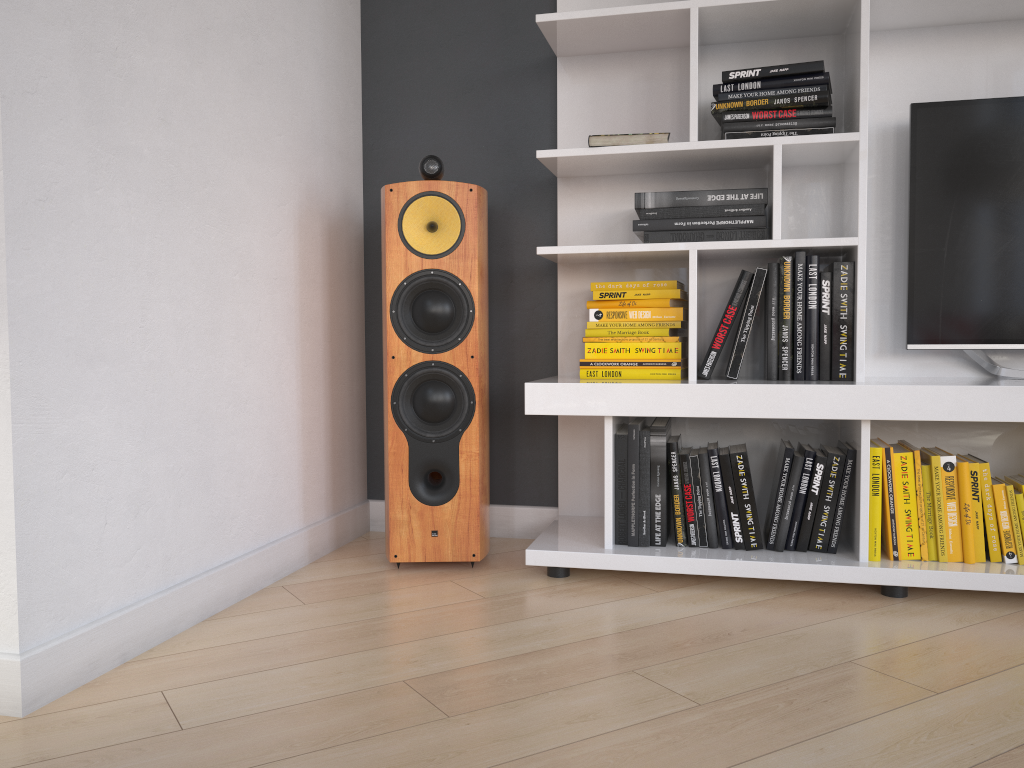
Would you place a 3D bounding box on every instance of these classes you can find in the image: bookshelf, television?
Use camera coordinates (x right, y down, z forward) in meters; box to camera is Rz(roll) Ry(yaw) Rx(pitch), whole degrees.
[{"bbox_3d":[1.540,-0.530,2.050,3.000,2.052,0.455,0,3,14],"label":"bookshelf"},{"bbox_3d":[1.559,-0.362,2.167,1.102,0.704,0.207,0,3,14],"label":"television"}]

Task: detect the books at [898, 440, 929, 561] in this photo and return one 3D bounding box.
[{"bbox_3d":[0.987,0.282,2.184,0.038,0.267,0.202,0,3,14],"label":"books"}]

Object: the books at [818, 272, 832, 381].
[{"bbox_3d":[0.810,-0.149,2.321,0.028,0.272,0.200,0,3,14],"label":"books"}]

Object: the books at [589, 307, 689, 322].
[{"bbox_3d":[0.356,-0.189,2.454,0.250,0.035,0.185,1,3,17],"label":"books"}]

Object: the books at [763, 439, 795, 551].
[{"bbox_3d":[0.687,0.281,2.289,0.066,0.260,0.197,0,3,14],"label":"books"}]

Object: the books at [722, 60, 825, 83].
[{"bbox_3d":[0.684,-0.790,2.310,0.246,0.026,0.180,1,3,21],"label":"books"}]

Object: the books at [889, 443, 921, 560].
[{"bbox_3d":[0.957,0.284,2.193,0.066,0.258,0.198,0,3,14],"label":"books"}]

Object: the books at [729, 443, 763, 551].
[{"bbox_3d":[0.603,0.286,2.289,0.083,0.249,0.191,0,3,14],"label":"books"}]

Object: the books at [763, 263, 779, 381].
[{"bbox_3d":[0.686,-0.162,2.349,0.028,0.301,0.213,0,3,14],"label":"books"}]

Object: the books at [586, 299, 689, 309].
[{"bbox_3d":[0.350,-0.219,2.457,0.238,0.023,0.167,1,3,29],"label":"books"}]

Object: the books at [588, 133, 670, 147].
[{"bbox_3d":[0.316,-0.633,2.405,0.209,0.030,0.266,0,3,7],"label":"books"}]

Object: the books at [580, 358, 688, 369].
[{"bbox_3d":[0.341,-0.058,2.450,0.269,0.025,0.213,1,3,17],"label":"books"}]

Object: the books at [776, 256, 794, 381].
[{"bbox_3d":[0.718,-0.170,2.346,0.034,0.314,0.237,0,3,14],"label":"books"}]

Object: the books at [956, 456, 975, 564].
[{"bbox_3d":[1.075,0.296,2.141,0.043,0.240,0.169,0,3,12],"label":"books"}]

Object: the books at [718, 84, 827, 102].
[{"bbox_3d":[0.681,-0.737,2.322,0.264,0.020,0.189,1,3,17],"label":"books"}]

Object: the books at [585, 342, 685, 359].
[{"bbox_3d":[0.343,-0.093,2.452,0.255,0.044,0.198,0,3,14],"label":"books"}]

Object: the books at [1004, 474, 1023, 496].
[{"bbox_3d":[1.225,0.320,2.107,0.067,0.193,0.148,0,3,15],"label":"books"}]

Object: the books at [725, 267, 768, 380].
[{"bbox_3d":[0.622,-0.158,2.363,0.100,0.289,0.210,0,3,13],"label":"books"}]

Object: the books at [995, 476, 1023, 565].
[{"bbox_3d":[1.181,0.323,2.115,0.046,0.187,0.134,0,3,13],"label":"books"}]

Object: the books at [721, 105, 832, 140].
[{"bbox_3d":[0.686,-0.682,2.327,0.266,0.030,0.209,0,3,12],"label":"books"}]

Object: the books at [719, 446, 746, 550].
[{"bbox_3d":[0.569,0.290,2.294,0.066,0.242,0.177,0,3,13],"label":"books"}]

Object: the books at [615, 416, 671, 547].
[{"bbox_3d":[0.353,0.252,2.364,0.128,0.321,0.259,0,3,14],"label":"books"}]

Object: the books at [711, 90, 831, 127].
[{"bbox_3d":[0.681,-0.712,2.319,0.284,0.030,0.214,1,3,22],"label":"books"}]

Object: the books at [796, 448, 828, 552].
[{"bbox_3d":[0.753,0.289,2.257,0.071,0.243,0.179,0,3,13],"label":"books"}]

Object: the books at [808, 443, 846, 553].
[{"bbox_3d":[0.793,0.286,2.259,0.084,0.249,0.191,0,3,14],"label":"books"}]

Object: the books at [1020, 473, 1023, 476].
[{"bbox_3d":[1.250,0.319,2.110,0.046,0.193,0.149,0,3,14],"label":"books"}]

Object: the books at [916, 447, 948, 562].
[{"bbox_3d":[1.022,0.288,2.163,0.041,0.252,0.180,0,3,14],"label":"books"}]

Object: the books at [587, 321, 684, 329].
[{"bbox_3d":[0.346,-0.163,2.460,0.251,0.019,0.180,0,3,14],"label":"books"}]

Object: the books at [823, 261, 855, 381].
[{"bbox_3d":[0.849,-0.160,2.313,0.051,0.297,0.230,0,3,14],"label":"books"}]

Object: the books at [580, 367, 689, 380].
[{"bbox_3d":[0.342,-0.031,2.442,0.270,0.029,0.204,1,3,19],"label":"books"}]

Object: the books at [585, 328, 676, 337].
[{"bbox_3d":[0.329,-0.141,2.447,0.228,0.024,0.152,1,3,18],"label":"books"}]

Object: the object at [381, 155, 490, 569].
[{"bbox_3d":[-0.210,-0.061,2.515,0.290,1.088,0.434,0,3,-1],"label":"object"}]

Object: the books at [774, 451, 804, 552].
[{"bbox_3d":[0.701,0.292,2.257,0.069,0.242,0.172,0,3,14],"label":"books"}]

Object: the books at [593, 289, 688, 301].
[{"bbox_3d":[0.357,-0.243,2.450,0.234,0.024,0.171,1,3,18],"label":"books"}]

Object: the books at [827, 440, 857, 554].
[{"bbox_3d":[0.826,0.282,2.252,0.066,0.260,0.197,0,3,14],"label":"books"}]

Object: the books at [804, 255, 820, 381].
[{"bbox_3d":[0.779,-0.170,2.334,0.034,0.315,0.239,0,3,14],"label":"books"}]

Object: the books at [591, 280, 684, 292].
[{"bbox_3d":[0.353,-0.269,2.474,0.234,0.024,0.171,1,3,18],"label":"books"}]

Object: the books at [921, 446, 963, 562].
[{"bbox_3d":[1.049,0.289,2.167,0.055,0.252,0.185,0,3,12],"label":"books"}]

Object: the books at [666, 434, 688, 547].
[{"bbox_3d":[0.439,0.275,2.340,0.053,0.268,0.202,0,3,13],"label":"books"}]

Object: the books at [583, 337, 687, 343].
[{"bbox_3d":[0.344,-0.124,2.466,0.263,0.015,0.198,1,3,17],"label":"books"}]

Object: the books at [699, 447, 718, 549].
[{"bbox_3d":[0.511,0.289,2.304,0.050,0.242,0.169,0,3,13],"label":"books"}]

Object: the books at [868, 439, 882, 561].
[{"bbox_3d":[0.879,0.279,2.184,0.029,0.270,0.204,0,3,14],"label":"books"}]

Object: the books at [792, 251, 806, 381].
[{"bbox_3d":[0.750,-0.176,2.341,0.026,0.326,0.237,0,3,14],"label":"books"}]

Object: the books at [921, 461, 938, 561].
[{"bbox_3d":[1.001,0.302,2.164,0.042,0.230,0.156,0,3,12],"label":"books"}]

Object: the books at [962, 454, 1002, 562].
[{"bbox_3d":[1.136,0.297,2.156,0.056,0.235,0.172,0,3,13],"label":"books"}]

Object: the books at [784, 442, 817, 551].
[{"bbox_3d":[0.731,0.284,2.276,0.075,0.254,0.192,0,3,13],"label":"books"}]

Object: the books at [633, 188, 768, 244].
[{"bbox_3d":[0.509,-0.435,2.401,0.343,0.137,0.277,0,3,14],"label":"books"}]

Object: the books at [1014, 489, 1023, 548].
[{"bbox_3d":[1.197,0.333,2.099,0.049,0.169,0.113,0,3,13],"label":"books"}]

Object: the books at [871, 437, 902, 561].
[{"bbox_3d":[0.921,0.278,2.195,0.048,0.271,0.213,0,3,14],"label":"books"}]

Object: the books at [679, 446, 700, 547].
[{"bbox_3d":[0.469,0.291,2.329,0.053,0.240,0.189,0,3,14],"label":"books"}]

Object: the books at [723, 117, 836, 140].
[{"bbox_3d":[0.689,-0.653,2.309,0.270,0.025,0.189,0,3,13],"label":"books"}]

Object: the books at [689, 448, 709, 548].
[{"bbox_3d":[0.491,0.293,2.317,0.049,0.236,0.170,0,3,14],"label":"books"}]

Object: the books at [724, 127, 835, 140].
[{"bbox_3d":[0.687,-0.628,2.309,0.263,0.026,0.189,0,3,12],"label":"books"}]

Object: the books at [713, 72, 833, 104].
[{"bbox_3d":[0.690,-0.764,2.338,0.284,0.030,0.214,1,3,22],"label":"books"}]

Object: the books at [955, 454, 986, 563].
[{"bbox_3d":[1.103,0.297,2.154,0.043,0.235,0.171,0,3,12],"label":"books"}]

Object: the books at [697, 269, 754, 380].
[{"bbox_3d":[0.576,-0.157,2.392,0.142,0.284,0.232,0,3,14],"label":"books"}]

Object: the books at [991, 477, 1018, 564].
[{"bbox_3d":[1.162,0.322,2.127,0.056,0.188,0.138,0,3,14],"label":"books"}]

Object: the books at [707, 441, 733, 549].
[{"bbox_3d":[0.542,0.284,2.308,0.066,0.255,0.193,0,3,13],"label":"books"}]
